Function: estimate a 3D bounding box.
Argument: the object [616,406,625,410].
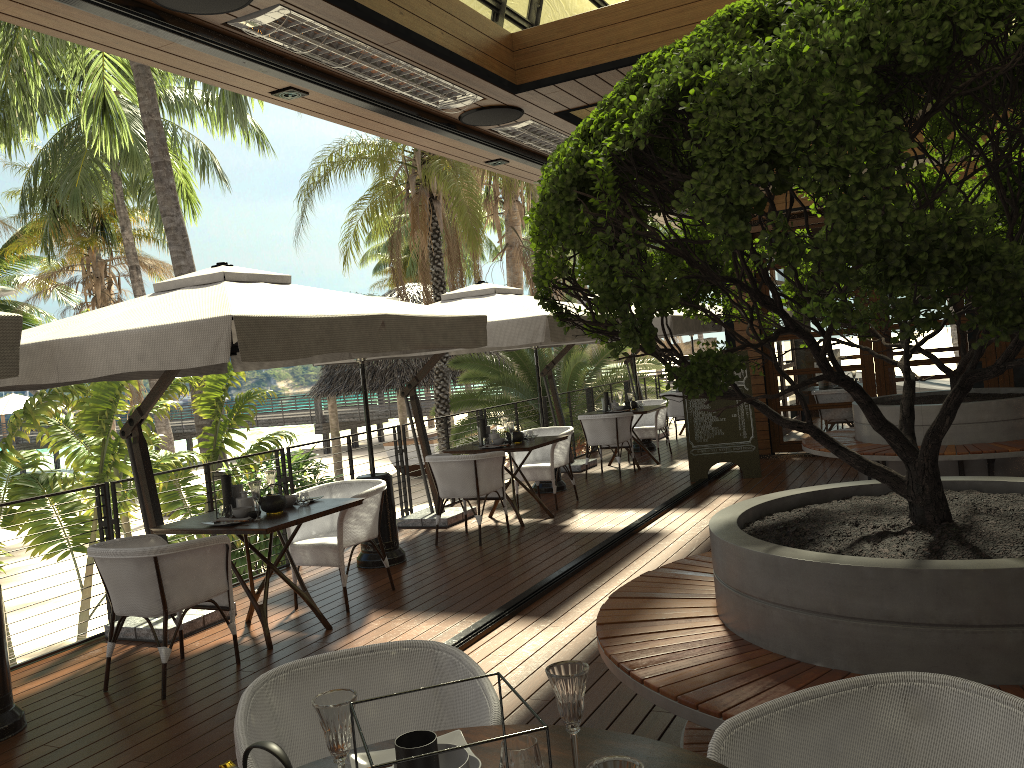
[{"bbox_3d":[1.393,0.316,11.400,0.116,0.065,0.116,-5,2,31],"label":"object"}]

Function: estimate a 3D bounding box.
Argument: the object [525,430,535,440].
[{"bbox_3d":[0.176,0.502,8.677,0.086,0.086,0.086,-5,1,32],"label":"object"}]

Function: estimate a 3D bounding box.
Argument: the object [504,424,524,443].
[{"bbox_3d":[0.032,0.474,8.499,0.163,0.179,0.168,-5,1,29],"label":"object"}]

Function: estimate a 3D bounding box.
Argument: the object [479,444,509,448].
[{"bbox_3d":[-0.150,0.578,8.223,0.294,0.025,0.170,-5,2,27],"label":"object"}]

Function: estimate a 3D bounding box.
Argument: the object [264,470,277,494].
[{"bbox_3d":[-1.576,0.681,5.818,0.082,0.227,0.082,-5,1,28],"label":"object"}]

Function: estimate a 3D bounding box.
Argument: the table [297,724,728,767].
[{"bbox_3d":[-0.062,1.155,1.399,1.165,0.749,1.167,-5,2,32],"label":"table"}]

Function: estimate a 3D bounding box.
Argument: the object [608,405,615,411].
[{"bbox_3d":[1.285,0.314,11.431,0.086,0.086,0.086,-5,1,32],"label":"object"}]

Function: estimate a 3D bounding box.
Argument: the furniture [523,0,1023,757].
[{"bbox_3d":[1.454,-0.012,3.168,2.615,2.722,2.696,-5,1,18],"label":"furniture"}]

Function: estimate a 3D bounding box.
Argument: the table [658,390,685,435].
[{"bbox_3d":[3.027,0.472,14.621,0.931,0.749,0.932,-5,1,27],"label":"table"}]

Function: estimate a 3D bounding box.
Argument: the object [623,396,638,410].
[{"bbox_3d":[1.548,0.240,11.517,0.168,0.179,0.163,-5,1,25],"label":"object"}]

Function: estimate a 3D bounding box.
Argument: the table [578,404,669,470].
[{"bbox_3d":[1.507,0.707,11.600,0.931,0.749,0.932,-5,1,27],"label":"table"}]

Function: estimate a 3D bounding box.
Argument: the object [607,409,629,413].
[{"bbox_3d":[1.367,0.343,11.239,0.294,0.025,0.170,-5,2,27],"label":"object"}]

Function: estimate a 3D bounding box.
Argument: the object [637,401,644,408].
[{"bbox_3d":[1.693,0.267,11.692,0.086,0.086,0.086,-5,1,32],"label":"object"}]

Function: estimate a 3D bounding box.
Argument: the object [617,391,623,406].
[{"bbox_3d":[1.453,0.213,11.839,0.082,0.227,0.082,-5,1,28],"label":"object"}]

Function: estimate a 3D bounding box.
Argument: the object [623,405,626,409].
[{"bbox_3d":[1.500,0.306,11.771,0.080,0.042,0.080,-5,1,18],"label":"object"}]

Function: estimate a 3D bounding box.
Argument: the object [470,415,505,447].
[{"bbox_3d":[-0.238,0.455,8.636,0.263,0.264,0.263,-6,1,-18],"label":"object"}]

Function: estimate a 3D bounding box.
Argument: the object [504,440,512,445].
[{"bbox_3d":[-0.035,0.555,8.341,0.080,0.042,0.080,-6,1,-12],"label":"object"}]

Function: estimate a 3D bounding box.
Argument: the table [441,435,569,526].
[{"bbox_3d":[-0.013,0.943,8.579,0.931,0.749,0.932,-5,1,27],"label":"table"}]

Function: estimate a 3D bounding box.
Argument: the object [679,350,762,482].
[{"bbox_3d":[2.358,0.344,10.121,0.768,1.396,0.772,-5,1,11],"label":"object"}]

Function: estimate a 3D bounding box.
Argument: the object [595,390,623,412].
[{"bbox_3d":[1.278,0.220,11.651,0.263,0.264,0.263,-6,1,-18],"label":"object"}]

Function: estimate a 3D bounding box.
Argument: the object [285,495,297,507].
[{"bbox_3d":[-1.441,0.756,5.706,0.116,0.065,0.116,-5,2,25],"label":"object"}]

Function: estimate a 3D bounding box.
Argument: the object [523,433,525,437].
[{"bbox_3d":[0.071,0.522,8.712,0.116,0.065,0.116,-5,2,25],"label":"object"}]

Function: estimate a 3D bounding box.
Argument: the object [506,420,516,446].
[{"bbox_3d":[-0.004,0.458,8.270,0.082,0.227,0.082,-5,1,16],"label":"object"}]

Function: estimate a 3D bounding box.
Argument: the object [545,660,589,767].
[{"bbox_3d":[0.113,0.638,1.643,0.082,0.227,0.082,-6,1,-11],"label":"object"}]

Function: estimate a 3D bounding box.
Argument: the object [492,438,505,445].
[{"bbox_3d":[-0.124,0.550,8.385,0.116,0.065,0.116,-5,2,25],"label":"object"}]

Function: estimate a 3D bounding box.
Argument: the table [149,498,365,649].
[{"bbox_3d":[-1.533,1.178,5.558,0.931,0.749,0.932,-5,1,27],"label":"table"}]

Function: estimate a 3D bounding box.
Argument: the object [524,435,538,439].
[{"bbox_3d":[0.101,0.535,8.874,0.294,0.025,0.170,-5,2,27],"label":"object"}]

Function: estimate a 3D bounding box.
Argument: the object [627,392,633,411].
[{"bbox_3d":[1.513,0.223,11.285,0.082,0.227,0.082,-5,1,28],"label":"object"}]

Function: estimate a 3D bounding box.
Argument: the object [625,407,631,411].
[{"bbox_3d":[1.482,0.320,11.356,0.080,0.042,0.080,-5,1,18],"label":"object"}]

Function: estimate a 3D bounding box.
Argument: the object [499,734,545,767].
[{"bbox_3d":[0.018,0.720,1.677,0.086,0.086,0.086,-5,1,28],"label":"object"}]

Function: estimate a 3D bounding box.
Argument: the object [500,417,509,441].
[{"bbox_3d":[-0.064,0.447,8.824,0.082,0.227,0.082,-5,1,28],"label":"object"}]

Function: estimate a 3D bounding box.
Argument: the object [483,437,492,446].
[{"bbox_3d":[-0.232,0.549,8.416,0.086,0.086,0.086,-5,1,32],"label":"object"}]

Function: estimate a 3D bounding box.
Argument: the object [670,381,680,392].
[{"bbox_3d":[2.809,-0.017,14.694,0.263,0.264,0.263,-6,1,-18],"label":"object"}]

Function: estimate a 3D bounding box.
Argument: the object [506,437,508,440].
[{"bbox_3d":[-0.017,0.541,8.756,0.080,0.042,0.080,-6,1,-12],"label":"object"}]

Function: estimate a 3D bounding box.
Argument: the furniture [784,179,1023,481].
[{"bbox_3d":[3.842,-0.377,7.760,2.570,2.722,2.719,-6,1,-8],"label":"furniture"}]
